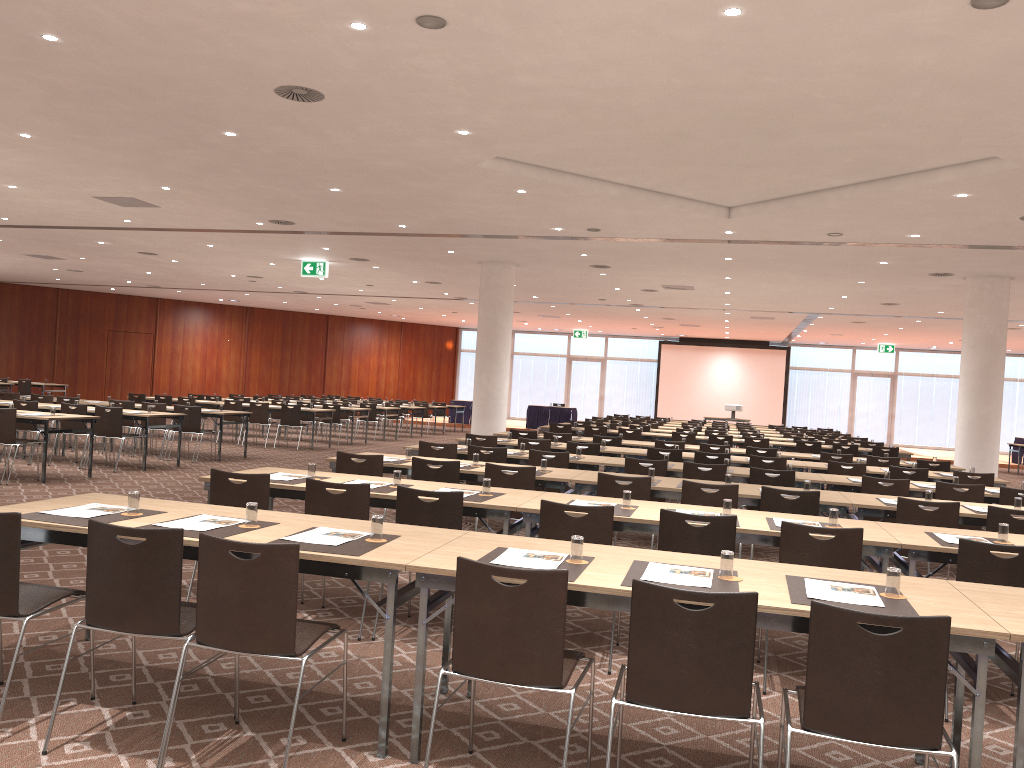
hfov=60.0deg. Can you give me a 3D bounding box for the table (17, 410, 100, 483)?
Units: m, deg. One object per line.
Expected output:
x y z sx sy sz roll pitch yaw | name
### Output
-6.837 0.784 11.873 2.267 0.833 0.953 4 0 14 | table

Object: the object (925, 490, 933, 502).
3.430 0.932 7.300 0.054 0.114 0.054 4 0 25 | object

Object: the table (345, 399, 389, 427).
-4.938 0.934 29.417 2.267 0.833 0.953 4 0 14 | table

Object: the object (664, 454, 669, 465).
1.701 0.830 9.773 0.054 0.114 0.054 4 0 2 | object

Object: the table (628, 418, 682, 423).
4.053 1.486 27.246 2.267 0.833 0.953 4 0 14 | table

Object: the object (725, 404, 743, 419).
7.407 0.922 29.662 0.576 0.472 0.614 4 0 14 | object

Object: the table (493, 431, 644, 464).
0.889 1.266 14.122 2.267 0.833 0.953 4 0 14 | table

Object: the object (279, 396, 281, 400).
-6.160 0.370 23.501 0.054 0.114 0.054 3 0 -20 | object

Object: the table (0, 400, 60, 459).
-8.570 0.681 14.349 2.267 0.833 0.953 4 0 14 | table

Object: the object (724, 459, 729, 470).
2.326 0.869 9.615 0.054 0.114 0.054 4 0 2 | object

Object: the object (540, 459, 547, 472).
0.288 0.740 8.052 0.054 0.114 0.054 3 0 -20 | object

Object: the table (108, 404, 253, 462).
-5.899 0.849 15.761 2.267 0.833 0.953 4 0 14 | table

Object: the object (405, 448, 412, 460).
-0.975 0.662 8.367 0.054 0.114 0.054 3 1 -43 | object

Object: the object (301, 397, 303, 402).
-5.528 0.408 23.343 0.054 0.114 0.054 3 0 -20 | object

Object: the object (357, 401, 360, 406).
-3.974 0.504 22.962 0.054 0.114 0.054 4 0 2 | object

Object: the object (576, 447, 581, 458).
0.753 0.772 9.996 0.054 0.114 0.054 3 0 -20 | object

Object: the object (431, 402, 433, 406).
-2.396 0.608 26.703 0.054 0.114 0.054 4 0 2 | object

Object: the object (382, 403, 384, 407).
-3.325 0.544 22.811 0.054 0.114 0.054 4 0 2 | object

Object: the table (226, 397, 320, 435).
-6.344 0.836 23.584 2.267 0.833 0.953 4 0 14 | table

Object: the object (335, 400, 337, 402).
-4.601 0.465 23.119 0.054 0.114 0.054 4 0 2 | object

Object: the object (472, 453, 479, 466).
-0.335 0.701 8.205 0.054 0.114 0.054 3 0 -20 | object

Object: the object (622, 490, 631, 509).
0.761 0.765 5.873 0.054 0.114 0.054 4 0 2 | object

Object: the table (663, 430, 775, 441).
4.381 1.491 18.937 2.267 0.833 0.953 4 0 14 | table

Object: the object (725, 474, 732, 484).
1.870 0.837 7.667 0.054 0.114 0.054 3 1 -43 | object

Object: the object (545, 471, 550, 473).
0.301 0.798 8.045 0.102 0.001 0.102 4 0 2 | object

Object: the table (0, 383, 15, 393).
-14.520 0.330 23.501 2.267 0.833 0.953 4 0 14 | table

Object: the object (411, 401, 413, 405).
-3.026 0.570 26.854 0.054 0.114 0.054 4 0 2 | object

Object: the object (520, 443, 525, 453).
0.121 0.733 10.157 0.054 0.114 0.054 4 0 2 | object

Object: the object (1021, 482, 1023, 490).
5.165 1.043 8.937 0.054 0.114 0.054 4 0 2 | object

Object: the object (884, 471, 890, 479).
3.909 0.966 9.243 0.054 0.114 0.054 3 0 -20 | object

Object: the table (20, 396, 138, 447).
-8.102 0.714 16.293 2.267 0.833 0.953 4 0 14 | table

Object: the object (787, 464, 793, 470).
2.962 0.908 9.458 0.054 0.114 0.054 3 1 -43 | object

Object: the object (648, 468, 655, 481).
1.230 0.797 7.816 0.054 0.114 0.054 3 1 -43 | object

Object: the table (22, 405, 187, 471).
-6.368 0.816 13.817 2.267 0.833 0.953 4 0 14 | table

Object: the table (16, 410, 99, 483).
-6.837 0.784 11.873 2.267 0.833 0.953 4 0 14 | table

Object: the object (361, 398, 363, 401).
-4.600 0.473 27.241 0.054 0.114 0.054 3 0 -20 | object

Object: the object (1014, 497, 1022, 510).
4.073 0.972 7.139 0.054 0.114 0.054 3 0 -20 | object

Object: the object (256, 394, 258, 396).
-6.796 0.331 23.645 0.054 0.114 0.054 3 0 -20 | object

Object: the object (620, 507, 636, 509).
0.768 0.823 5.873 0.102 0.001 0.102 4 0 -20 | object

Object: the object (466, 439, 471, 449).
-0.504 0.695 10.308 0.054 0.114 0.054 4 0 2 | object

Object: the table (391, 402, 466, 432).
-2.736 1.069 28.885 2.267 0.833 0.953 4 0 14 | table

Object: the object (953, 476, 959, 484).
4.540 1.004 9.076 0.054 0.114 0.054 3 0 -20 | object

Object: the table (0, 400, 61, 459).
-8.570 0.681 14.349 2.267 0.833 0.953 4 0 14 | table

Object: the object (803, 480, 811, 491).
2.498 0.875 7.511 0.054 0.114 0.054 3 1 -43 | object

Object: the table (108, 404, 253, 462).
-5.899 0.849 15.761 2.267 0.833 0.953 4 0 14 | table

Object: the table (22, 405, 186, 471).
-6.368 0.816 13.817 2.267 0.833 0.953 4 0 14 | table

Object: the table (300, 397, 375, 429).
-5.407 0.901 27.473 2.267 0.833 0.953 4 0 14 | table

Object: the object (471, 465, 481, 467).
-0.337 0.759 8.195 0.102 0.001 0.102 4 0 2 | object

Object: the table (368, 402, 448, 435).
-3.204 1.037 26.941 2.267 0.833 0.953 4 0 14 | table

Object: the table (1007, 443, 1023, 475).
15.092 2.164 24.580 2.267 0.833 0.953 4 0 14 | table

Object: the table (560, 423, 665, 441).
2.178 1.356 19.468 2.267 0.833 0.953 4 0 14 | table

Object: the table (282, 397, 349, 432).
-5.875 0.869 25.528 2.267 0.833 0.953 4 0 14 | table

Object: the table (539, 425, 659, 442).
1.709 1.323 17.524 2.267 0.833 0.953 4 0 14 | table

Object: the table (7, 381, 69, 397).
-14.051 0.363 25.445 2.267 0.833 0.953 4 0 14 | table

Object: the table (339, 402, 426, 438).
-3.673 1.004 24.996 2.267 0.833 0.953 4 0 14 | table

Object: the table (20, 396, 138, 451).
-8.102 0.714 16.293 2.267 0.833 0.953 4 0 14 | table
